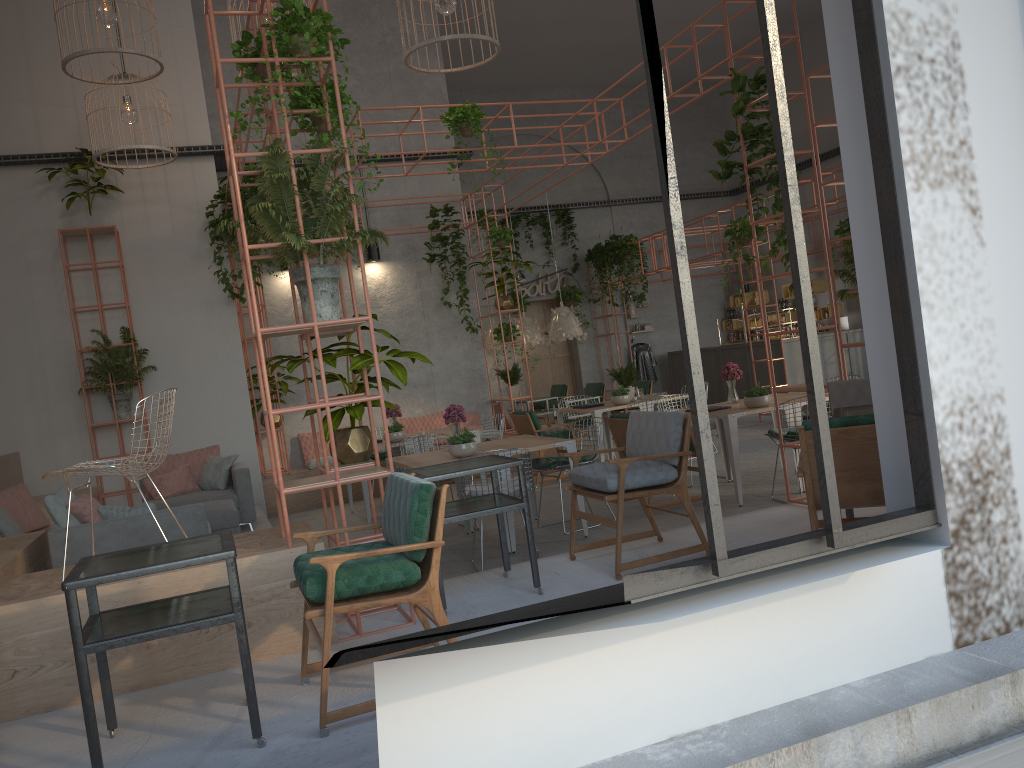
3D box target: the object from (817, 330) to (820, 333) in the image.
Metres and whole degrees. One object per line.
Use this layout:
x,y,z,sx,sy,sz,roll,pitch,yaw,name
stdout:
6.027,-1.071,17.544,0.115,0.107,0.115,-7,2,37,object

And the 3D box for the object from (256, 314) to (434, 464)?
-0.975,0.021,5.438,0.934,0.923,0.903,-7,2,37,object

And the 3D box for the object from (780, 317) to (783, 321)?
4.895,-1.175,16.265,0.142,0.087,0.094,-8,2,-12,object

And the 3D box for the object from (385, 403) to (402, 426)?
-1.410,0.434,10.604,0.213,0.414,0.225,-9,2,-27,object

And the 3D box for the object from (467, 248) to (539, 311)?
-0.100,-1.529,12.725,0.934,0.947,0.903,-7,2,32,object

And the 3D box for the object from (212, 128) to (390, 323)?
-1.132,-0.888,4.968,0.894,1.101,0.900,-7,2,35,object

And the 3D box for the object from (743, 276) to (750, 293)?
5.211,-2.221,19.777,0.134,0.386,0.134,-8,2,14,object

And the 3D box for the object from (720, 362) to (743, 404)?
2.234,-0.015,8.986,0.213,0.414,0.225,-9,2,-27,object

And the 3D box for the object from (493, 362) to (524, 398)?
-0.020,-0.060,12.811,0.438,0.527,0.368,-9,2,-19,object

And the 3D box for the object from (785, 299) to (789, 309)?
5.745,-1.684,18.560,0.066,0.291,0.066,-7,2,21,object

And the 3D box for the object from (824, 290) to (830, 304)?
6.156,-1.696,17.331,0.075,0.273,0.075,-9,2,-31,object

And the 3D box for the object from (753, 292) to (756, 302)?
5.346,-1.881,19.410,0.137,0.261,0.137,-7,2,17,object

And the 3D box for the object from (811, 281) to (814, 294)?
5.981,-1.917,17.598,0.137,0.261,0.137,-7,2,17,object

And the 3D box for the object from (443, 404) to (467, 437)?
-0.504,0.384,8.018,0.213,0.414,0.225,-9,2,-27,object

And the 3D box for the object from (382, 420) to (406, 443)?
-1.316,0.527,9.878,0.248,0.247,0.254,-9,2,-19,object

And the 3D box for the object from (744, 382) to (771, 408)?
2.259,0.103,8.191,0.247,0.247,0.252,-9,2,-19,object

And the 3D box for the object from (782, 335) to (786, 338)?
4.966,-0.901,16.357,0.240,0.104,0.073,-9,2,-38,object

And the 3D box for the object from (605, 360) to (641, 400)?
1.431,-0.040,11.228,0.438,0.527,0.368,-9,2,-19,object

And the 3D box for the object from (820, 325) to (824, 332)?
6.106,-1.093,17.488,0.073,0.131,0.073,-9,2,-26,object

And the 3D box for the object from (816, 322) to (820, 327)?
6.053,-1.183,17.622,0.115,0.107,0.115,-7,2,37,object

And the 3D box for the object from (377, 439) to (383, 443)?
-1.673,0.673,10.296,0.268,0.031,0.427,-9,2,-19,object

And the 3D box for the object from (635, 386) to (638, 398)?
1.556,0.119,11.680,0.165,0.154,0.210,-9,2,-30,object

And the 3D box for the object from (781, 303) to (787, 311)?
5.655,-1.595,18.415,0.115,0.147,0.115,-8,2,-10,object

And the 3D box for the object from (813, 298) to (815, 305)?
5.961,-1.618,17.540,0.083,0.159,0.083,-7,2,25,object

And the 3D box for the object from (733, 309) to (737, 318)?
5.110,-1.649,20.371,0.066,0.291,0.066,-7,2,21,object

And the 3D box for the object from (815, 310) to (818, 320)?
5.999,-1.351,17.451,0.069,0.191,0.069,-8,2,-2,object

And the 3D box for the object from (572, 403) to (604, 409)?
0.963,0.277,11.228,0.268,0.031,0.427,-9,2,-19,object

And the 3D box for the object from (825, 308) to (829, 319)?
6.140,-1.371,17.174,0.131,0.207,0.131,-7,2,26,object

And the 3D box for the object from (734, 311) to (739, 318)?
5.143,-1.578,20.270,0.115,0.147,0.115,-7,2,25,object

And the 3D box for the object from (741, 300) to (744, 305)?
5.171,-1.807,19.749,0.123,0.142,0.141,-9,2,-19,object

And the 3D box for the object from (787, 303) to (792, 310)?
5.778,-1.613,18.459,0.115,0.147,0.115,-8,2,-10,object

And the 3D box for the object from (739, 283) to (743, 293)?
5.186,-2.181,19.971,0.134,0.301,0.134,-9,2,-31,object

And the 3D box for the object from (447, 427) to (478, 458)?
-0.412,0.477,7.299,0.247,0.247,0.252,-9,2,-19,object

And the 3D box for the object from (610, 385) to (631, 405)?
1.319,0.131,10.810,0.248,0.247,0.254,-9,2,-19,object

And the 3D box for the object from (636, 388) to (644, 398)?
1.661,0.123,11.490,0.095,0.119,0.095,-8,2,5,object

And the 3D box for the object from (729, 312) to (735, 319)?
5.020,-1.559,20.227,0.115,0.147,0.115,-7,2,25,object

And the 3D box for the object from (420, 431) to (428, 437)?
-1.025,0.567,10.146,0.115,0.078,0.115,-8,2,-14,object

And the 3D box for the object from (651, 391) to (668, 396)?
1.903,0.130,11.454,0.218,0.041,0.218,-8,2,-11,object

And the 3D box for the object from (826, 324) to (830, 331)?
6.238,-1.113,17.541,0.073,0.131,0.073,-9,2,-26,object

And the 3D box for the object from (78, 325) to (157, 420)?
-4.702,-0.124,10.542,0.894,1.097,0.900,-8,2,10,object

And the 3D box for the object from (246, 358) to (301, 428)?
-3.204,0.122,11.633,0.934,0.919,0.903,-6,2,42,object

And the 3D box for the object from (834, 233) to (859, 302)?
3.135,-0.936,7.431,0.894,1.100,0.900,-8,2,10,object

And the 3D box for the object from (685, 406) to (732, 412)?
1.903,0.248,8.608,0.268,0.031,0.427,-9,2,-19,object

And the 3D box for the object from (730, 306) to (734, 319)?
5.033,-1.637,20.347,0.066,0.291,0.066,-8,2,-13,object

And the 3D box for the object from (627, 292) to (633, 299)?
2.616,-1.978,19.734,0.133,0.145,0.133,-7,2,33,object

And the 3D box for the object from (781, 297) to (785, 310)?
5.668,-1.672,18.535,0.066,0.291,0.066,-8,2,-13,object

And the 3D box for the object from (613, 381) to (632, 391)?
1.447,0.066,11.558,0.241,0.313,0.241,-7,2,26,object

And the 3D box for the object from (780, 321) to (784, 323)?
4.945,-1.144,16.333,0.132,0.051,0.099,-9,2,-22,object

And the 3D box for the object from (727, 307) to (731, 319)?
4.961,-1.626,20.320,0.066,0.291,0.066,-7,2,41,object

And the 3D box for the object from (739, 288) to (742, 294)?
5.086,-2.070,19.763,0.088,0.123,0.088,-7,2,37,object

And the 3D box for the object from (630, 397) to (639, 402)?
1.528,0.184,11.048,0.115,0.078,0.115,-8,2,-14,object
